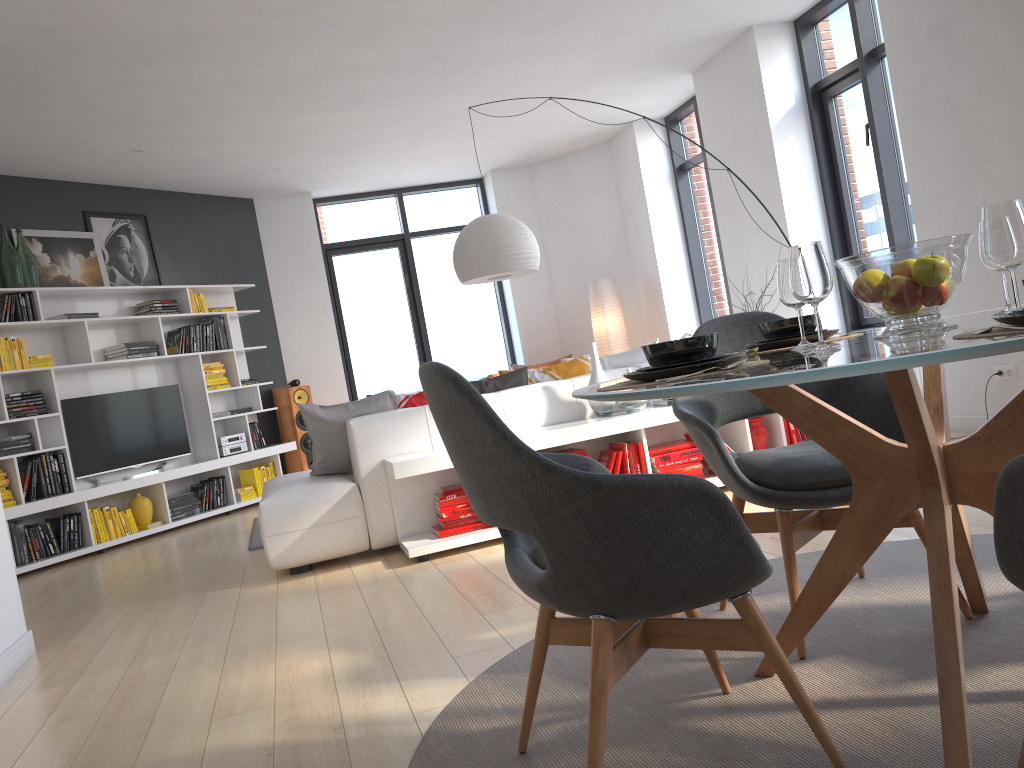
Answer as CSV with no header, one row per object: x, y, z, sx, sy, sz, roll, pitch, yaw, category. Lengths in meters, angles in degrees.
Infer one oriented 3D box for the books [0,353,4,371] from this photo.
-3.775,-0.205,6.422,0.213,0.270,0.025,-9,1,30,books

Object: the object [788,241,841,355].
0.609,-0.173,1.789,0.083,0.220,0.083,-10,1,14,object

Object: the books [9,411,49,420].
-3.604,0.240,6.557,0.189,0.026,0.263,-9,1,29,books

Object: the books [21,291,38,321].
-3.658,-0.568,6.691,0.174,0.230,0.019,-9,1,30,books

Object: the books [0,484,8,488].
-3.738,0.748,6.276,0.180,0.019,0.251,-9,1,30,books

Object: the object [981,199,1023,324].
0.925,-0.226,1.645,0.083,0.220,0.083,-9,2,36,object

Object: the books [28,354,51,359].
-3.611,-0.194,6.698,0.138,0.026,0.186,-9,1,30,books

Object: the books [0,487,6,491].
-3.725,0.768,6.256,0.152,0.024,0.228,-9,2,35,books

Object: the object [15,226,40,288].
-3.727,-0.952,6.778,0.157,0.507,0.157,-9,2,44,object

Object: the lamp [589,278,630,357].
1.194,-0.331,9.030,0.804,1.550,0.502,-9,2,36,lamp

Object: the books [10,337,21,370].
-3.710,-0.210,6.537,0.185,0.250,0.035,-9,1,30,books

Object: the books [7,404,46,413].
-3.633,0.191,6.561,0.209,0.030,0.266,-9,1,29,books

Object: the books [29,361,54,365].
-3.594,-0.147,6.698,0.148,0.011,0.196,-9,1,30,books

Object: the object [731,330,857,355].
0.766,-0.113,2.439,0.309,0.015,0.206,-10,1,-10,object

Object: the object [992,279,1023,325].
0.895,-0.143,1.390,0.258,0.074,0.258,-10,1,5,object

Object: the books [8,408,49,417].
-3.609,0.215,6.559,0.189,0.025,0.270,-9,1,29,books

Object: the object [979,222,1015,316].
1.137,-0.274,2.058,0.083,0.220,0.083,-9,2,36,object

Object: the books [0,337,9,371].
-3.760,-0.201,6.455,0.198,0.255,0.044,-9,1,30,books

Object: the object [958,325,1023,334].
0.902,-0.114,1.408,0.309,0.015,0.206,-10,1,-5,object

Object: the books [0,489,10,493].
-3.735,0.788,6.275,0.198,0.015,0.263,-9,2,34,books

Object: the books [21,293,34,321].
-3.676,-0.557,6.671,0.169,0.218,0.038,-9,1,30,books

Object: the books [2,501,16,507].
-3.692,0.873,6.267,0.204,0.029,0.270,-9,2,35,books

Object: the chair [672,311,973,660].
0.827,0.215,2.533,0.655,0.891,0.619,-10,1,-8,chair

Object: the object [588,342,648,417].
0.544,-0.039,4.739,0.316,0.398,0.319,-10,1,9,object

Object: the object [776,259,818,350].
0.697,-0.197,2.166,0.083,0.220,0.083,-11,2,-43,object

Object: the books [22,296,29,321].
-3.688,-0.546,6.645,0.147,0.200,0.021,-9,1,30,books

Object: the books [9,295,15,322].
-3.736,-0.541,6.560,0.154,0.212,0.074,-9,1,29,books

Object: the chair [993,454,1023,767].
1.008,0.214,1.156,0.655,0.891,0.619,-10,1,-8,chair

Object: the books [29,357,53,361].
-3.595,-0.177,6.696,0.134,0.014,0.187,-9,1,30,books

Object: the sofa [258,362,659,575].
0.029,0.361,6.070,3.424,0.732,2.614,-11,1,-15,sofa

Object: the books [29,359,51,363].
-3.583,-0.163,6.683,0.113,0.018,0.169,-9,2,32,books

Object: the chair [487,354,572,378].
0.335,0.171,9.084,0.896,0.858,0.843,-10,1,18,chair

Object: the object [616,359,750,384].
0.356,-0.026,1.851,0.206,0.015,0.309,-10,1,-10,object

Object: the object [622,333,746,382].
0.356,-0.057,1.857,0.258,0.074,0.258,-11,2,-34,object

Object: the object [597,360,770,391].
0.355,-0.018,1.857,0.360,0.002,0.360,-11,2,-40,object

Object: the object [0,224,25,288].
-3.756,-0.943,6.615,0.157,0.507,0.157,-9,2,44,object

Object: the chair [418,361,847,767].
0.195,0.345,1.781,0.619,0.891,0.655,-10,1,-13,chair

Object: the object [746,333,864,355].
0.777,-0.107,2.442,0.360,0.002,0.360,-9,1,28,object

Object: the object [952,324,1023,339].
0.895,-0.104,1.402,0.360,0.002,0.360,-11,2,-40,object

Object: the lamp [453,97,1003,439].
1.153,-0.805,5.687,3.199,2.647,0.710,-10,1,21,lamp

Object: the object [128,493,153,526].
-3.001,1.010,7.163,0.185,0.257,0.185,-10,1,8,object

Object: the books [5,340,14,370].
-3.717,-0.194,6.488,0.156,0.229,0.024,-9,1,30,books

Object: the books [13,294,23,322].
-3.714,-0.549,6.602,0.156,0.221,0.021,-9,1,30,books

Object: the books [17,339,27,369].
-3.680,-0.208,6.583,0.172,0.234,0.024,-9,1,30,books

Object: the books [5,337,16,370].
-3.725,-0.207,6.515,0.180,0.251,0.019,-9,1,30,books

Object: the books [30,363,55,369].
-3.587,-0.125,6.696,0.147,0.033,0.190,-9,1,30,books

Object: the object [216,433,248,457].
-2.621,0.565,8.106,0.270,0.174,0.285,-9,1,30,object

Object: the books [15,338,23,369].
-3.696,-0.207,6.564,0.169,0.239,0.023,-9,1,30,books

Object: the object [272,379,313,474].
-2.148,0.508,8.834,0.290,1.088,0.434,-11,2,-45,object

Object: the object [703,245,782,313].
1.349,-0.363,4.875,0.406,0.744,0.607,-10,1,25,object

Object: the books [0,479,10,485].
-3.735,0.720,6.283,0.185,0.035,0.250,-9,2,33,books

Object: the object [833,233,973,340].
0.849,-0.200,1.900,0.278,0.184,0.278,-10,1,-6,object

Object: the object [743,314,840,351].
0.767,-0.144,2.452,0.258,0.074,0.258,-11,2,-34,object

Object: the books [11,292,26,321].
-3.707,-0.557,6.626,0.176,0.232,0.025,-9,1,30,books

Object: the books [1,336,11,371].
-3.747,-0.206,6.482,0.199,0.263,0.015,-9,1,30,books

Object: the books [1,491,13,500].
-3.716,0.815,6.271,0.198,0.044,0.255,-9,1,30,books

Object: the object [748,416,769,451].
1.344,0.313,4.848,0.125,0.258,0.125,-11,2,-37,object

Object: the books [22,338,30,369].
-3.670,-0.210,6.607,0.172,0.234,0.024,-9,1,30,books
